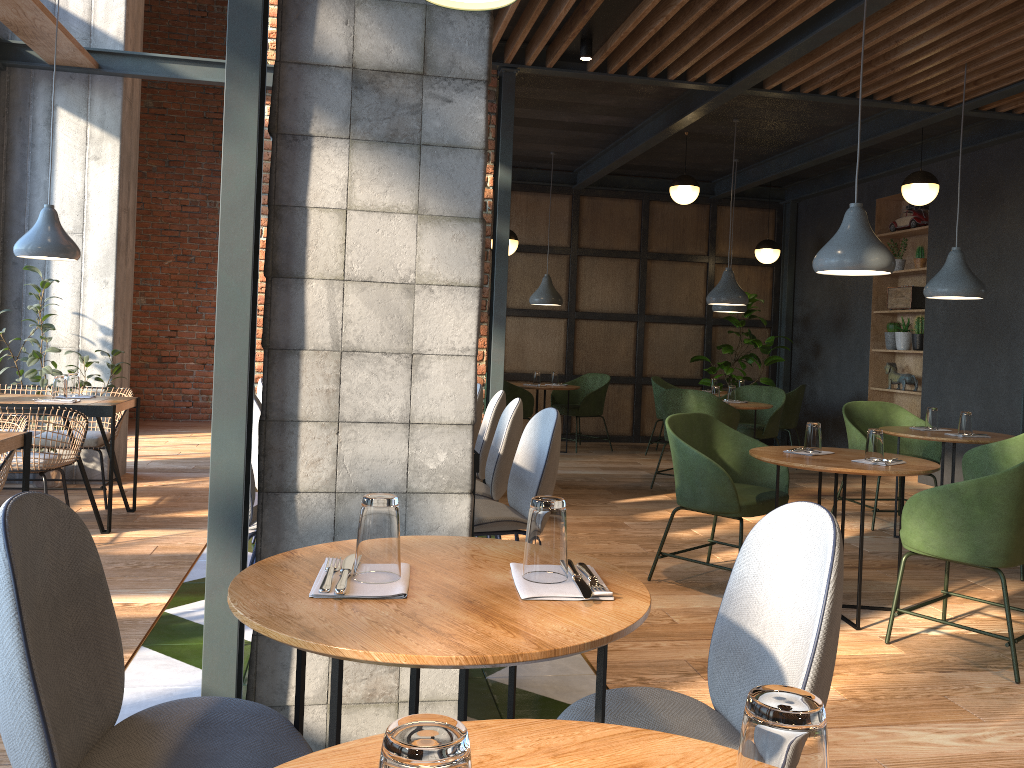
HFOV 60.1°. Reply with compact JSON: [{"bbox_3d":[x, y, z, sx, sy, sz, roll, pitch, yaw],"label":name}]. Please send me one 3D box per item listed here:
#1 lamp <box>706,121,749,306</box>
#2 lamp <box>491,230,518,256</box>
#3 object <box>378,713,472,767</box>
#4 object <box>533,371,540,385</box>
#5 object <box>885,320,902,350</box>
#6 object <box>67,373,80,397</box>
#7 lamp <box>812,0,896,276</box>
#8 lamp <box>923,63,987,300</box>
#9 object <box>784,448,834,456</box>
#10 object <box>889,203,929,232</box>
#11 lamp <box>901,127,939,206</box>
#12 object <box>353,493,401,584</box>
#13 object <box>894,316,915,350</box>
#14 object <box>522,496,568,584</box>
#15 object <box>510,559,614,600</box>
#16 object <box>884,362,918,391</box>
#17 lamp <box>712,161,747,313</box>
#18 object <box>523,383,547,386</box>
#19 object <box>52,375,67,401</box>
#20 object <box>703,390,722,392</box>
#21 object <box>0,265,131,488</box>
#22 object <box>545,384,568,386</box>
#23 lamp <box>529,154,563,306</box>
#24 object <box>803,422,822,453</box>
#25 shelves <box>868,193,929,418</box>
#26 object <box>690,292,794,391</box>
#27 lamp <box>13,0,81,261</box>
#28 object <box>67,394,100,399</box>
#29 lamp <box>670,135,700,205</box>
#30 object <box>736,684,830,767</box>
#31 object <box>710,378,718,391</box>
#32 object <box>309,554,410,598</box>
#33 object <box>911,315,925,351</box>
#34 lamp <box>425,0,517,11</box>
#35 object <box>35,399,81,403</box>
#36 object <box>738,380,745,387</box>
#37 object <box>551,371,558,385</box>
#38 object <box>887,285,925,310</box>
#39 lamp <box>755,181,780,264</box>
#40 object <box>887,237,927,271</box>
[{"bbox_3d":[1.922,-2.917,7.532,0.353,4.489,0.352,2,0,25],"label":"lamp"},{"bbox_3d":[-0.002,-3.112,8.447,0.268,3.793,0.268,2,0,33],"label":"lamp"},{"bbox_3d":[-0.062,0.310,0.618,0.080,0.138,0.080,2,1,-1],"label":"object"},{"bbox_3d":[0.254,-0.058,9.061,0.080,0.138,0.080,2,1,-32],"label":"object"},{"bbox_3d":[3.757,-0.482,8.724,0.173,0.295,0.190,2,1,-37],"label":"object"},{"bbox_3d":[-2.614,0.005,5.275,0.080,0.138,0.080,2,1,-37],"label":"object"},{"bbox_3d":[1.636,-2.745,4.003,0.353,4.489,0.352,2,0,25],"label":"lamp"},{"bbox_3d":[2.829,-2.773,5.474,0.353,4.489,0.352,2,0,25],"label":"lamp"},{"bbox_3d":[1.390,0.311,4.129,0.242,0.019,0.158,0,4,-41],"label":"object"},{"bbox_3d":[3.836,-1.609,8.488,0.204,0.285,0.517,2,2,-11],"label":"object"},{"bbox_3d":[3.259,-3.289,6.910,0.268,3.793,0.268,2,0,-39],"label":"lamp"},{"bbox_3d":[-0.225,0.258,1.495,0.080,0.138,0.080,2,1,-32],"label":"object"},{"bbox_3d":[3.761,-0.487,8.506,0.213,0.329,0.233,2,1,-5],"label":"object"},{"bbox_3d":[0.060,0.267,1.536,0.080,0.138,0.080,1,1,-42],"label":"object"},{"bbox_3d":[0.083,0.335,1.517,0.157,0.019,0.243,2,3,-5],"label":"object"},{"bbox_3d":[3.751,-0.072,8.539,0.150,0.257,0.522,2,2,-11],"label":"object"},{"bbox_3d":[2.336,-2.985,9.148,0.353,4.489,0.352,2,0,25],"label":"lamp"},{"bbox_3d":[0.226,0.007,9.053,0.157,0.019,0.243,-1,4,-45],"label":"object"},{"bbox_3d":[-2.549,0.022,4.994,0.080,0.138,0.080,2,1,-37],"label":"object"},{"bbox_3d":[2.090,0.072,9.256,0.157,0.019,0.242,4,4,34],"label":"object"},{"bbox_3d":[-3.212,-0.028,6.003,0.860,1.497,0.898,2,1,8],"label":"object"},{"bbox_3d":[0.476,0.006,9.275,0.157,0.019,0.243,-1,4,-45],"label":"object"},{"bbox_3d":[0.443,-3.062,9.161,0.353,4.489,0.352,2,0,25],"label":"lamp"},{"bbox_3d":[1.393,0.247,4.097,0.080,0.138,0.080,2,1,-28],"label":"object"},{"bbox_3d":[3.812,-0.470,8.499,0.284,2.705,0.836,2,0,-11],"label":"shelves"},{"bbox_3d":[2.577,-0.142,9.889,1.057,1.794,0.722,2,1,0],"label":"object"},{"bbox_3d":[-2.639,-2.979,5.194,0.353,4.489,0.352,2,0,25],"label":"lamp"},{"bbox_3d":[-2.600,0.070,5.302,0.242,0.019,0.158,2,3,-10],"label":"object"},{"bbox_3d":[1.645,-3.532,8.076,0.268,3.793,0.268,2,0,-31],"label":"lamp"},{"bbox_3d":[0.214,0.317,0.701,0.080,0.138,0.080,3,1,29],"label":"object"},{"bbox_3d":[2.105,0.008,9.232,0.080,0.138,0.080,2,1,-33],"label":"object"},{"bbox_3d":[-0.252,0.322,1.505,0.157,0.019,0.243,2,3,-5],"label":"object"},{"bbox_3d":[3.807,-0.484,8.271,0.143,0.350,0.143,2,1,6],"label":"object"},{"bbox_3d":[-0.035,-1.675,1.498,0.224,2.021,0.224,2,0,-7],"label":"lamp"},{"bbox_3d":[-2.560,0.089,4.970,0.242,0.019,0.158,2,3,-10],"label":"object"},{"bbox_3d":[2.351,0.025,9.083,0.080,0.138,0.080,2,1,-3],"label":"object"},{"bbox_3d":[0.448,-0.061,9.274,0.080,0.138,0.080,2,1,-32],"label":"object"},{"bbox_3d":[3.813,-0.826,8.541,0.199,0.241,0.341,2,2,-16],"label":"object"},{"bbox_3d":[2.875,-3.213,9.715,0.268,3.793,0.268,2,0,33],"label":"lamp"},{"bbox_3d":[3.773,-1.258,8.559,0.174,0.329,0.537,2,2,-31],"label":"object"}]
